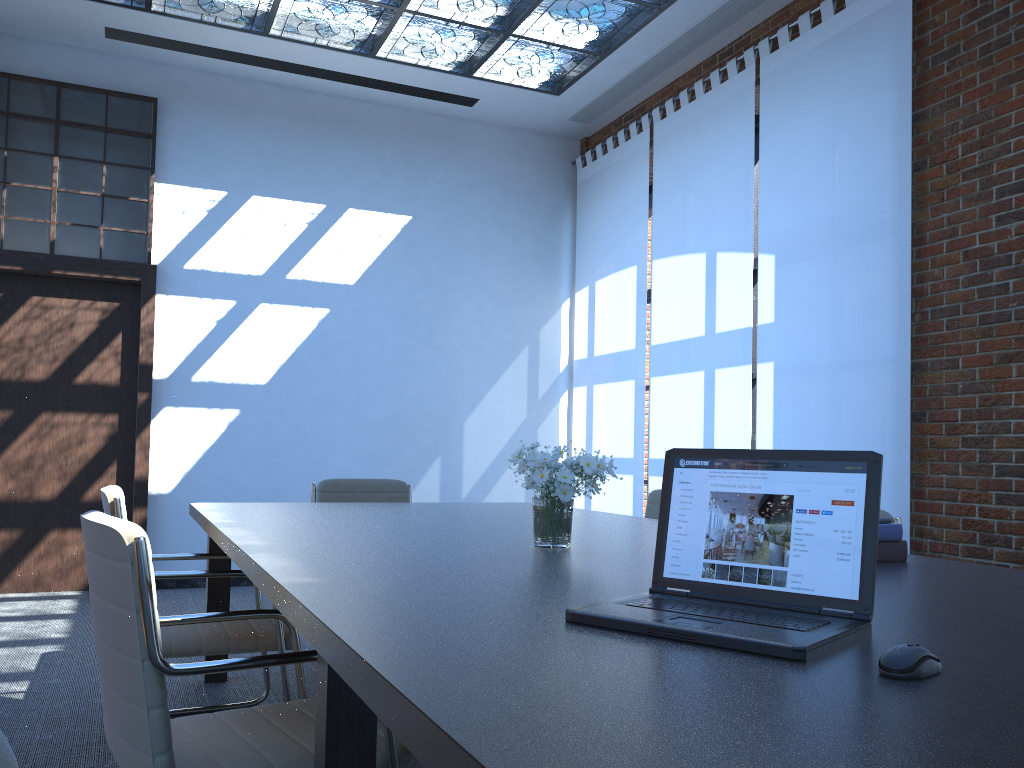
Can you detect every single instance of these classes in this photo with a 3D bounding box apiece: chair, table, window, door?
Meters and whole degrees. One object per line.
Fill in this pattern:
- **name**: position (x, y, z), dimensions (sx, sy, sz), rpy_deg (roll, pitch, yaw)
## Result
- **chair**: position (-0.632, 0.763, 2.085), dimensions (0.707, 0.921, 0.560), rpy_deg (3, -4, -35)
- **chair**: position (-0.181, 0.672, 0.814), dimensions (0.707, 0.921, 0.560), rpy_deg (3, -4, -35)
- **table**: position (0.185, 0.870, 2.485), dimensions (1.811, 0.808, 4.511), rpy_deg (3, -5, -23)
- **chair**: position (0.480, 0.942, 4.021), dimensions (0.707, 0.921, 0.561), rpy_deg (2, -3, -20)
- **window**: position (2.983, -0.360, 3.829), dimensions (0.160, 3.601, 9.636), rpy_deg (2, -4, -23)
- **window**: position (-3.310, -1.549, 6.429), dimensions (1.329, 1.290, 0.059), rpy_deg (3, -3, -23)
- **chair**: position (-1.180, 0.851, 3.340), dimensions (0.707, 0.921, 0.561), rpy_deg (3, -3, -23)
- **door**: position (-3.370, 0.290, 6.409), dimensions (1.401, 2.431, 0.200), rpy_deg (3, -3, -24)
- **chair**: position (0.845, 0.864, 2.934), dimensions (0.707, 0.921, 0.560), rpy_deg (3, -3, -30)
- **chair**: position (-0.698, 0.957, 4.533), dimensions (0.560, 0.921, 0.707), rpy_deg (3, -3, -23)

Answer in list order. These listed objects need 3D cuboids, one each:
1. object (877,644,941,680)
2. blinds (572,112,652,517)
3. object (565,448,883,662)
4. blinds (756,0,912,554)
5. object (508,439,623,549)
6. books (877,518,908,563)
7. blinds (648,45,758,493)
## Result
- **object**: position (0.498, 0.346, 1.113), dimensions (0.101, 0.034, 0.059), rpy_deg (5, -6, -43)
- **blinds**: position (0.801, -0.228, 7.464), dimensions (0.039, 3.750, 1.220), rpy_deg (2, -3, -23)
- **object**: position (0.336, 0.242, 1.406), dimensions (0.390, 0.282, 0.323), rpy_deg (-2, -5, 40)
- **blinds**: position (1.818, -0.390, 5.134), dimensions (0.039, 3.750, 1.220), rpy_deg (2, -3, -23)
- **object**: position (0.132, 0.316, 2.571), dimensions (0.329, 0.309, 0.337), rpy_deg (2, -4, -13)
- **books**: position (0.872, 0.417, 2.412), dimensions (0.295, 0.114, 0.255), rpy_deg (3, -5, -25)
- **blinds**: position (1.312, -0.309, 6.294), dimensions (0.039, 3.750, 1.220), rpy_deg (2, -3, -23)
